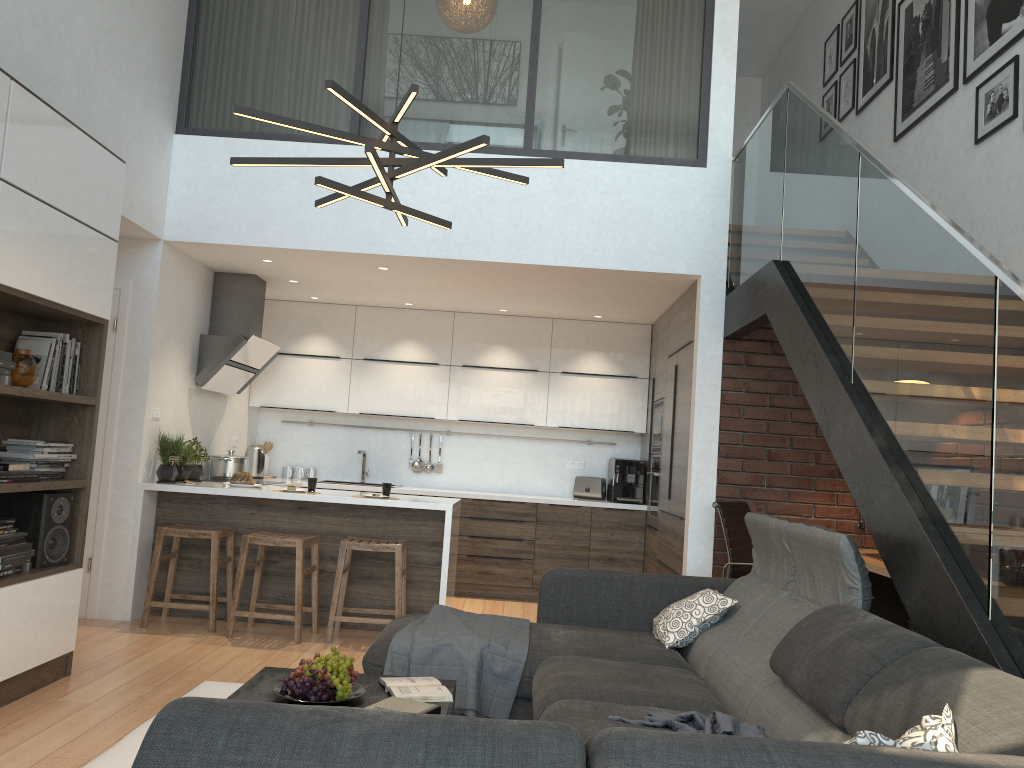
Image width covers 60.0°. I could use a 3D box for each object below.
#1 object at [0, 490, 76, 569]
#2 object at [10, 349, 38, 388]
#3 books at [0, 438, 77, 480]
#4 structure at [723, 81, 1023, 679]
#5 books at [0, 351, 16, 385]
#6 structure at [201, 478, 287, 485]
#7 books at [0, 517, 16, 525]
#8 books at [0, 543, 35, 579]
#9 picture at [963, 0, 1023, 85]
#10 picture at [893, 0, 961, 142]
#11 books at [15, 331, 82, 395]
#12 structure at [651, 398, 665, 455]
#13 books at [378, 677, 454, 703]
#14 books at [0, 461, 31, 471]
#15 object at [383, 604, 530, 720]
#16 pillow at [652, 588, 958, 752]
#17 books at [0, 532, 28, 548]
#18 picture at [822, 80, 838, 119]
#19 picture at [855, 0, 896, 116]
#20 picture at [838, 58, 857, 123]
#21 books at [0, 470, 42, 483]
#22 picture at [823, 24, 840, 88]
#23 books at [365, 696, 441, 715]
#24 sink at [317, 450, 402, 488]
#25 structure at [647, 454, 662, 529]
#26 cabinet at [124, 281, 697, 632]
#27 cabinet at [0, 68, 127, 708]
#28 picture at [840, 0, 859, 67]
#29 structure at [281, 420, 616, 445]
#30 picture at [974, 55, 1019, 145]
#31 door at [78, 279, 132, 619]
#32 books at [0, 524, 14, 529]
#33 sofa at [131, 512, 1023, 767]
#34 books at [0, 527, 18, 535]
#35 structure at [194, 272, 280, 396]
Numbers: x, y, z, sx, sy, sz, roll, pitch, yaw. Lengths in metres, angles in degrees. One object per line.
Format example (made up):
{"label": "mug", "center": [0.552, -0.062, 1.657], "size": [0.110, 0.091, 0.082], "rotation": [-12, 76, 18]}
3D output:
{"label": "object", "center": [-2.190, 0.661, 4.083], "size": [0.244, 0.331, 0.214], "rotation": [3, -5, 11]}
{"label": "object", "center": [-2.130, -0.064, 3.844], "size": [0.130, 0.171, 0.130], "rotation": [0, -6, 40]}
{"label": "books", "center": [-2.192, 0.343, 4.053], "size": [0.224, 0.176, 0.374], "rotation": [4, -5, 0]}
{"label": "structure", "center": [1.931, 0.144, 4.187], "size": [1.289, 3.460, 5.660], "rotation": [4, -5, 1]}
{"label": "books", "center": [-2.178, -0.079, 3.492], "size": [0.277, 0.137, 0.343], "rotation": [4, -5, -4]}
{"label": "structure", "center": [-2.042, 0.728, 6.647], "size": [0.550, 0.006, 0.609], "rotation": [4, -5, 1]}
{"label": "books", "center": [-2.241, 0.581, 3.748], "size": [0.161, 0.023, 0.213], "rotation": [4, -5, 4]}
{"label": "books", "center": [-2.208, 0.738, 3.741], "size": [0.248, 0.123, 0.307], "rotation": [4, -5, -4]}
{"label": "picture", "center": [2.637, -2.097, 4.665], "size": [0.025, 0.654, 0.990], "rotation": [4, -5, 1]}
{"label": "picture", "center": [2.658, -2.186, 5.694], "size": [0.025, 0.990, 0.871], "rotation": [4, -5, 1]}
{"label": "books", "center": [-2.180, -0.101, 4.115], "size": [0.201, 0.287, 0.332], "rotation": [4, -5, 1]}
{"label": "structure", "center": [1.383, 0.359, 7.030], "size": [0.459, 0.430, 0.595], "rotation": [4, -5, 1]}
{"label": "books", "center": [-0.333, 1.041, 3.038], "size": [0.199, 0.025, 0.294], "rotation": [6, -5, -20]}
{"label": "books", "center": [-2.194, 0.338, 3.704], "size": [0.266, 0.030, 0.209], "rotation": [4, -5, -6]}
{"label": "object", "center": [-0.191, 1.174, 3.738], "size": [0.548, 0.369, 0.685], "rotation": [3, -5, 9]}
{"label": "pillow", "center": [0.755, 0.900, 2.840], "size": [0.386, 0.364, 2.734], "rotation": [4, -5, 5]}
{"label": "books", "center": [-2.222, 0.654, 3.743], "size": [0.224, 0.042, 0.277], "rotation": [4, -5, -4]}
{"label": "picture", "center": [2.696, -2.312, 7.532], "size": [0.025, 0.410, 0.333], "rotation": [4, -5, 1]}
{"label": "picture", "center": [2.698, -2.593, 6.573], "size": [0.025, 0.990, 0.654], "rotation": [4, -5, 1]}
{"label": "picture", "center": [2.692, -2.348, 7.122], "size": [0.025, 0.410, 0.333], "rotation": [4, -5, 1]}
{"label": "books", "center": [-2.169, 0.378, 3.691], "size": [0.250, 0.047, 0.310], "rotation": [3, -5, 6]}
{"label": "picture", "center": [2.729, -2.798, 7.573], "size": [0.025, 0.410, 0.333], "rotation": [4, -5, 1]}
{"label": "books", "center": [-0.349, 1.010, 2.715], "size": [0.179, 0.029, 0.225], "rotation": [2, -5, 24]}
{"label": "sink", "center": [-1.323, 0.830, 7.631], "size": [0.706, 0.518, 0.512], "rotation": [4, -5, 1]}
{"label": "structure", "center": [1.331, 0.855, 6.989], "size": [0.495, 0.570, 0.595], "rotation": [4, -5, 1]}
{"label": "cabinet", "center": [-0.565, 0.488, 6.755], "size": [3.495, 2.401, 2.401], "rotation": [4, -5, 1]}
{"label": "cabinet", "center": [-2.169, -0.042, 2.290], "size": [0.338, 2.494, 4.036], "rotation": [4, -5, 1]}
{"label": "picture", "center": [2.725, -2.830, 7.163], "size": [0.025, 0.410, 0.333], "rotation": [4, -5, 1]}
{"label": "structure", "center": [-0.568, 0.437, 7.934], "size": [3.000, 0.045, 0.050], "rotation": [4, -5, 1]}
{"label": "picture", "center": [2.603, -1.517, 4.763], "size": [0.025, 0.333, 0.410], "rotation": [4, -5, 1]}
{"label": "door", "center": [-2.985, 0.366, 5.579], "size": [0.974, 2.136, 0.085], "rotation": [4, -5, 1]}
{"label": "books", "center": [-2.228, 0.601, 3.744], "size": [0.142, 0.015, 0.198], "rotation": [4, -5, -1]}
{"label": "sofa", "center": [0.149, 0.910, 2.738], "size": [2.108, 0.995, 3.169], "rotation": [4, -5, 1]}
{"label": "books", "center": [-2.226, 0.621, 3.743], "size": [0.161, 0.023, 0.213], "rotation": [4, -5, 4]}
{"label": "structure", "center": [-2.050, -0.423, 6.749], "size": [0.407, 0.998, 0.898], "rotation": [4, -5, 1]}
